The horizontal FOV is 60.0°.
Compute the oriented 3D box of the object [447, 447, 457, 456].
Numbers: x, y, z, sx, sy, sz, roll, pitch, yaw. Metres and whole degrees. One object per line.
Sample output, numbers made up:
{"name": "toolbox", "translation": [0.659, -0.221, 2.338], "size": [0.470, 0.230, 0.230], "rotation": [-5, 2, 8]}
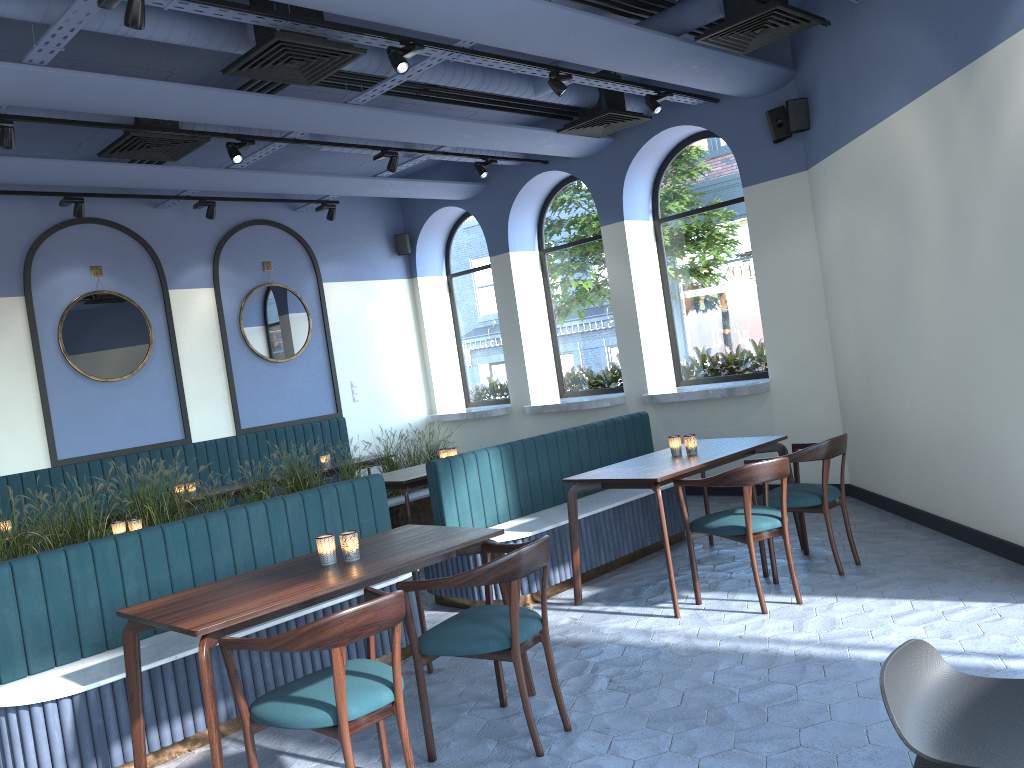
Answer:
{"name": "object", "translation": [-0.473, 0.572, 7.086], "size": [0.078, 0.120, 0.078], "rotation": [-9, 2, -28]}

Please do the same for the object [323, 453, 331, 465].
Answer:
{"name": "object", "translation": [-1.777, 0.728, 8.495], "size": [0.078, 0.120, 0.078], "rotation": [-8, 2, 28]}

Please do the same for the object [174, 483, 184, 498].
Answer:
{"name": "object", "translation": [-2.806, 0.902, 7.490], "size": [0.078, 0.120, 0.078], "rotation": [-8, 2, 28]}

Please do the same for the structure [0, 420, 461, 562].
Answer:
{"name": "structure", "translation": [-2.127, 1.030, 6.922], "size": [4.878, 1.207, 1.143], "rotation": [-10, 2, -43]}

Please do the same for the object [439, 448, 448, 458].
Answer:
{"name": "object", "translation": [-0.545, 0.581, 7.152], "size": [0.078, 0.120, 0.078], "rotation": [-9, 2, -28]}

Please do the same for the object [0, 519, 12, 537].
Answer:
{"name": "object", "translation": [-3.720, 1.059, 6.522], "size": [0.078, 0.120, 0.078], "rotation": [-9, 2, -28]}

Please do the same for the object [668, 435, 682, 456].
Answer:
{"name": "object", "translation": [1.031, 0.389, 5.589], "size": [0.078, 0.120, 0.078], "rotation": [-9, 2, -28]}

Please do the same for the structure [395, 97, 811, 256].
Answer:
{"name": "structure", "translation": [-3.124, -1.276, 4.408], "size": [7.261, 0.268, 13.143], "rotation": [-8, 2, 29]}

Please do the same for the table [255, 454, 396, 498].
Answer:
{"name": "table", "translation": [-1.703, 1.160, 8.475], "size": [1.332, 0.755, 0.548], "rotation": [-10, 2, -45]}

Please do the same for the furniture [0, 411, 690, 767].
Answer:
{"name": "furniture", "translation": [-1.886, 1.030, 6.680], "size": [4.800, 1.150, 4.703], "rotation": [-10, 2, -45]}

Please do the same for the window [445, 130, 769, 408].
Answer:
{"name": "window", "translation": [0.456, -0.875, 3.933], "size": [3.897, 2.394, 14.212], "rotation": [-8, 1, 6]}

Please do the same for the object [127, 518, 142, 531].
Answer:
{"name": "object", "translation": [-2.272, 0.876, 5.355], "size": [0.078, 0.120, 0.078], "rotation": [-8, 2, 28]}

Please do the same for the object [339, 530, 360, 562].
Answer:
{"name": "object", "translation": [-0.682, 0.683, 3.734], "size": [0.078, 0.120, 0.078], "rotation": [-8, 2, 28]}

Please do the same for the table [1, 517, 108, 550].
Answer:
{"name": "table", "translation": [-3.653, 1.491, 6.524], "size": [1.285, 0.755, 0.548], "rotation": [-10, 2, -45]}

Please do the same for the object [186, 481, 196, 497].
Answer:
{"name": "object", "translation": [-2.709, 0.888, 7.495], "size": [0.078, 0.120, 0.078], "rotation": [-8, 2, 28]}

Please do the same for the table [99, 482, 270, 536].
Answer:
{"name": "table", "translation": [-2.686, 1.327, 7.492], "size": [1.332, 0.755, 0.548], "rotation": [-10, 2, -45]}

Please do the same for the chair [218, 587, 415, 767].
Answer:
{"name": "chair", "translation": [-0.573, 1.108, 3.034], "size": [0.525, 0.793, 0.618], "rotation": [-7, 2, 45]}

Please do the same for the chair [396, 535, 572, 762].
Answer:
{"name": "chair", "translation": [-0.063, 1.022, 3.542], "size": [0.525, 0.793, 0.618], "rotation": [-7, 2, 32]}

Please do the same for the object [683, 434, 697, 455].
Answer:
{"name": "object", "translation": [1.115, 0.378, 5.526], "size": [0.078, 0.120, 0.078], "rotation": [-9, 2, -28]}

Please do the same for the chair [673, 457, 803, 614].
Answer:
{"name": "chair", "translation": [1.294, 0.793, 4.836], "size": [0.618, 0.793, 0.525], "rotation": [-9, 1, -21]}

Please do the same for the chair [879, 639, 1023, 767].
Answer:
{"name": "chair", "translation": [-1.822, 1.262, 0.847], "size": [3.651, 0.949, 6.322], "rotation": [-7, 2, 44]}

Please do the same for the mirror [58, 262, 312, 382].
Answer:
{"name": "mirror", "translation": [-3.774, -0.566, 8.298], "size": [4.357, 1.089, 0.026], "rotation": [-10, 2, -45]}

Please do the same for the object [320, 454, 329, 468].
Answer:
{"name": "object", "translation": [-1.773, 0.730, 8.397], "size": [0.078, 0.120, 0.078], "rotation": [-8, 2, 28]}

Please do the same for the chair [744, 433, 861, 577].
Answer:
{"name": "chair", "translation": [1.776, 0.711, 5.318], "size": [0.525, 0.793, 0.618], "rotation": [-7, 2, 45]}

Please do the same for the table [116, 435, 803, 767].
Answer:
{"name": "table", "translation": [-1.795, 1.300, 3.204], "size": [3.997, 0.755, 9.778], "rotation": [-8, 2, 29]}

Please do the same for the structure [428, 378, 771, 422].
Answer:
{"name": "structure", "translation": [0.414, 0.371, 3.968], "size": [4.315, 0.080, 14.155], "rotation": [-8, 1, 7]}

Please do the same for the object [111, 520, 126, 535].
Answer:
{"name": "object", "translation": [-2.368, 0.890, 5.350], "size": [0.078, 0.120, 0.078], "rotation": [-8, 2, 28]}

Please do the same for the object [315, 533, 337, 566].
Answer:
{"name": "object", "translation": [-0.779, 0.697, 3.730], "size": [0.078, 0.120, 0.078], "rotation": [-8, 2, 28]}
